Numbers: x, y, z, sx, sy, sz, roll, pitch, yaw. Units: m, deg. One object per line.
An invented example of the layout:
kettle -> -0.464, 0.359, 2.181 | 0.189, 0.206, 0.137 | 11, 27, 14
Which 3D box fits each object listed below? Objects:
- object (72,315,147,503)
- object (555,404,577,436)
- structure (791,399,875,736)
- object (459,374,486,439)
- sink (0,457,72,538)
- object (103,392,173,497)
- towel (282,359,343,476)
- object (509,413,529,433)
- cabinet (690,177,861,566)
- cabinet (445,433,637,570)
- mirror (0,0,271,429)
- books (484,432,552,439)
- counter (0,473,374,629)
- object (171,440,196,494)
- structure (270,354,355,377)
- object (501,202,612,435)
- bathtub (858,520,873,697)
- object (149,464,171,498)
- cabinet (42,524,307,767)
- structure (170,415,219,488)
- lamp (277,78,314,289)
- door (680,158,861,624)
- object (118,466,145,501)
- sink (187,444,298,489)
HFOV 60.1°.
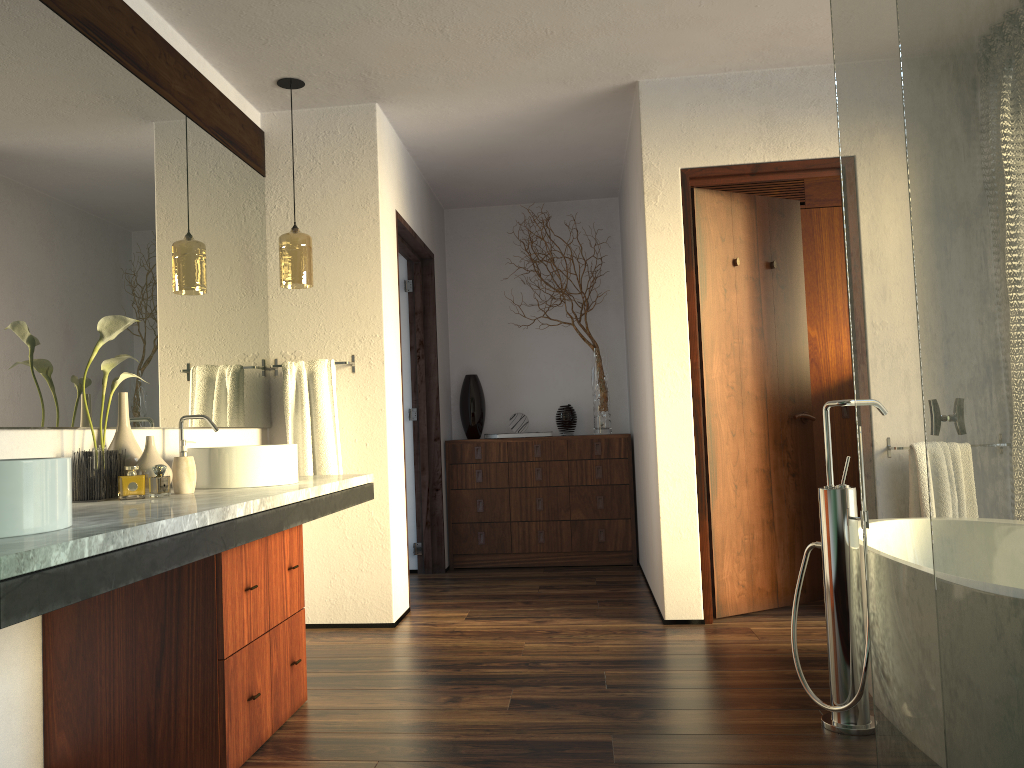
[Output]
object -> -1.128, 0.071, 2.494 | 0.186, 0.504, 0.246 | -1, -3, -17
object -> 0.347, 0.229, 5.651 | 0.135, 0.200, 0.142 | 0, -4, -40
structure -> 0.907, 0.496, 2.495 | 0.239, 0.897, 0.283 | 1, -4, -45
object -> -0.255, 0.148, 5.732 | 0.173, 0.417, 0.168 | -3, -3, 19
sink -> -1.002, 0.208, 1.622 | 0.360, 0.131, 0.354 | -3, -3, 8
object -> -1.086, 0.174, 2.563 | 0.245, 0.305, 0.117 | -4, -4, 32
towel -> -0.876, 0.211, 3.873 | 0.262, 0.636, 0.158 | -4, -3, 24
object -> 0.044, 0.250, 5.690 | 0.131, 0.131, 0.130 | -2, -3, 1
cabinet -> 1.617, -0.127, 5.209 | 1.492, 2.364, 0.356 | -3, -3, 7
cabinet -> 0.183, 0.735, 5.606 | 1.145, 0.800, 0.400 | -3, -3, 7
mirror -> -1.278, -0.473, 2.020 | 0.017, 1.152, 4.058 | -3, -3, 4
books -> 0.096, 0.326, 5.686 | 0.490, 0.034, 0.250 | -1, -3, -19
counter -> -0.923, 0.360, 2.396 | 0.590, 0.101, 2.247 | -2, -3, 5
object -> -0.965, 0.243, 2.603 | 0.070, 0.158, 0.071 | -2, -3, -11
structure -> -0.893, -0.084, 3.951 | 0.371, 0.088, 0.102 | -3, -3, 7
object -> 0.267, -0.399, 5.583 | 0.713, 1.450, 0.846 | 0, -4, -41
bathtub -> 1.373, 0.679, 2.339 | 0.768, 0.485, 1.612 | -2, -3, 4
object -> -0.976, 0.268, 2.455 | 0.039, 0.090, 0.056 | -3, -3, 15
cabinet -> -0.931, 0.718, 2.579 | 0.515, 0.599, 0.655 | -3, -3, 5
structure -> -1.066, 0.224, 2.956 | 0.166, 0.242, 0.065 | -3, -3, 10
lamp -> -0.920, -0.841, 3.732 | 0.135, 0.867, 0.142 | 0, -4, -42
door -> 1.150, 0.037, 3.970 | 0.734, 1.947, 0.461 | -3, -3, 6
object -> -1.039, 0.270, 2.418 | 0.064, 0.092, 0.040 | 0, -4, -34
sink -> -0.898, 0.273, 2.961 | 0.352, 0.131, 0.362 | -1, -3, -17
